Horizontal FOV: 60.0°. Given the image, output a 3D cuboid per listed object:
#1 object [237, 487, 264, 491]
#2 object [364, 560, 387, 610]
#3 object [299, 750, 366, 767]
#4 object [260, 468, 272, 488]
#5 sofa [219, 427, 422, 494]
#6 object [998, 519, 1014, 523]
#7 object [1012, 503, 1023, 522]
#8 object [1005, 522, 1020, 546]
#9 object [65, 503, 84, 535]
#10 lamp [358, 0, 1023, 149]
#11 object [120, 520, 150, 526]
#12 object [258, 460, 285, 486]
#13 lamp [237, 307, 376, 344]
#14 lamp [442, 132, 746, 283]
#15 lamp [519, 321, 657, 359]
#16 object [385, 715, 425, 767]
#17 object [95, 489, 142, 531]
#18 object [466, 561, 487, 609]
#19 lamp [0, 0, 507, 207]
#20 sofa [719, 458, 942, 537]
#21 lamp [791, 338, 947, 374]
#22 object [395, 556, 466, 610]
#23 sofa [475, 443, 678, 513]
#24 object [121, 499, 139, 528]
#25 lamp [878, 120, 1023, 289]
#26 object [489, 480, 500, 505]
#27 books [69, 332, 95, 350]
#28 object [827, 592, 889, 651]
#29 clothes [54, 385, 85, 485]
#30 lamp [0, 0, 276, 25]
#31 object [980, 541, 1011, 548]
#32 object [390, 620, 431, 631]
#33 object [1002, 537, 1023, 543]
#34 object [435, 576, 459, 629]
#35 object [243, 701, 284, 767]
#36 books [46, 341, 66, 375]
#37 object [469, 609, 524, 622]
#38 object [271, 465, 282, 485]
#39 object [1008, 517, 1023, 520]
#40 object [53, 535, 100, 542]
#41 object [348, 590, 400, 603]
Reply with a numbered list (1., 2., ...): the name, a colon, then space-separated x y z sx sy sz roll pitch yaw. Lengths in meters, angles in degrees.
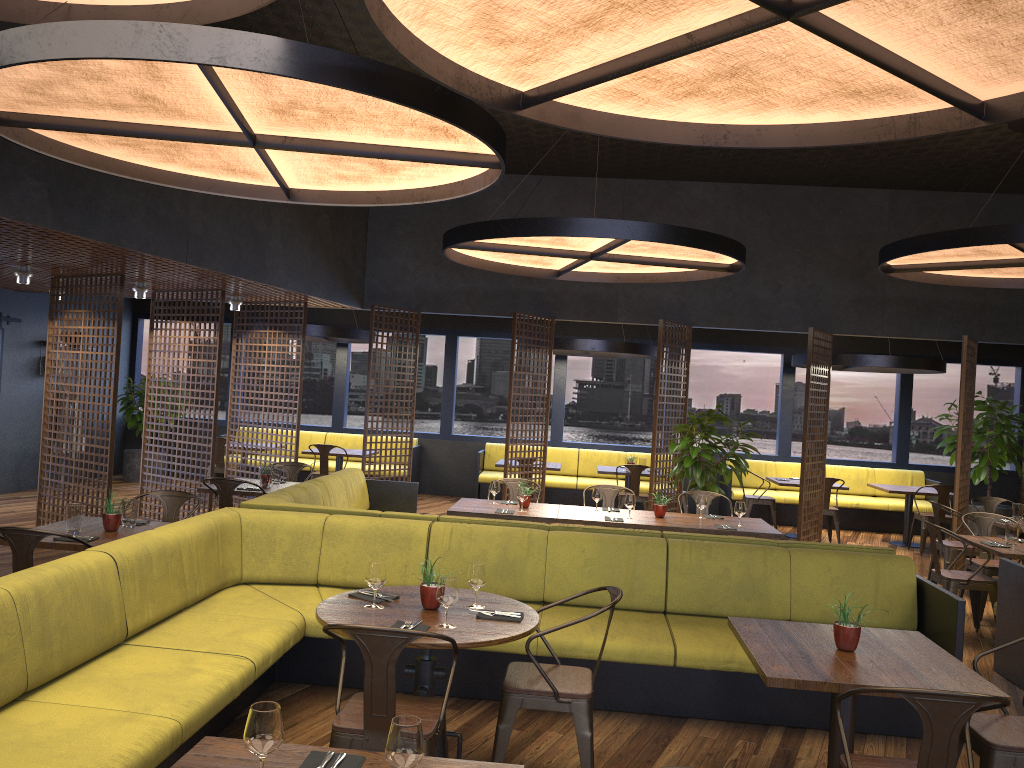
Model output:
1. object: -2.346 0.925 7.880 0.255 0.019 0.157 3 0 4
2. object: -0.623 0.914 4.044 0.097 0.206 0.097 4 0 -44
3. object: -0.483 1.006 2.304 0.157 0.019 0.255 3 0 5
4. object: -2.235 0.853 8.031 0.102 0.178 0.102 3 0 10
5. sofa: -3.047 1.238 14.056 3.061 0.914 0.966 3 0 5
6. object: 4.927 1.365 8.893 0.157 0.019 0.255 3 0 4
7. object: 5.094 1.295 8.931 0.102 0.178 0.102 3 0 -10
8. object: 4.074 1.224 7.228 0.102 0.178 0.102 3 0 -10
9. object: -2.635 0.813 5.333 0.102 0.178 0.102 3 0 -10
10. lamp: 0.937 -1.882 2.872 2.778 1.475 2.778 4 0 -36
11. object: -2.481 0.905 5.815 0.255 0.019 0.157 3 0 4
12. object: -2.261 0.806 8.181 0.260 0.271 0.238 3 0 6
13. lamp: -2.922 -1.748 12.906 1.979 2.172 1.979 3 0 11
14. lamp: 0.783 -1.859 8.268 2.778 1.475 2.778 3 0 5
15. lamp: 1.133 -1.508 12.573 1.979 2.172 1.979 4 0 -40
16. object: -0.264 0.924 2.166 0.097 0.206 0.097 3 0 5
17. object: -2.479 0.777 5.514 0.260 0.271 0.238 3 0 6
18. object: -0.166 0.942 4.160 0.097 0.206 0.097 3 0 43
19. lamp: -1.381 -2.008 4.892 2.778 1.475 2.778 3 0 9
20. sofa: 4.777 1.700 13.413 3.061 0.914 0.966 3 0 5
21. lamp: 4.962 -1.284 12.258 1.979 2.172 1.979 3 0 -10
22. object: -0.376 0.894 4.074 0.238 0.271 0.260 3 0 26
23. sofa: 1.006 1.477 13.723 3.061 0.914 0.966 3 0 5
24. object: -2.439 0.827 5.653 0.102 0.178 0.102 3 0 -10
25. lamp: 4.785 -1.699 7.860 2.778 1.362 2.778 4 0 -31
26. object: -0.155 0.965 7.894 0.097 0.206 0.097 4 0 -40
27. books: -6.413 -0.645 13.250 0.177 0.245 0.450 3 0 5
28. object: 1.439 1.000 3.784 0.260 0.271 0.238 3 0 40
29. clothes: -6.440 0.737 12.984 0.401 1.494 0.423 3 0 1
30. lamp: -1.960 -2.233 2.732 2.778 1.159 2.778 4 0 -35
31. object: 3.907 1.294 7.190 0.157 0.019 0.255 3 0 4
32. object: -0.435 1.017 3.706 0.157 0.019 0.255 3 0 11
33. object: 4.270 1.317 7.485 0.157 0.019 0.255 3 0 4
34. object: -0.278 0.933 3.792 0.097 0.206 0.097 3 0 29
35. object: -0.619 0.903 2.203 0.097 0.206 0.097 3 0 -4
36. books: -6.477 -0.365 12.576 0.223 0.489 0.286 3 0 -4
37. object: -0.075 1.041 4.014 0.255 0.019 0.157 3 0 7
38. object: -2.219 0.856 8.352 0.102 0.178 0.102 3 0 20
39. object: 5.260 1.386 9.153 0.255 0.019 0.157 3 0 4
40. object: -2.566 0.896 5.182 0.255 0.019 0.157 3 0 4
41. object: -0.640 1.008 4.217 0.255 0.019 0.157 3 0 37
